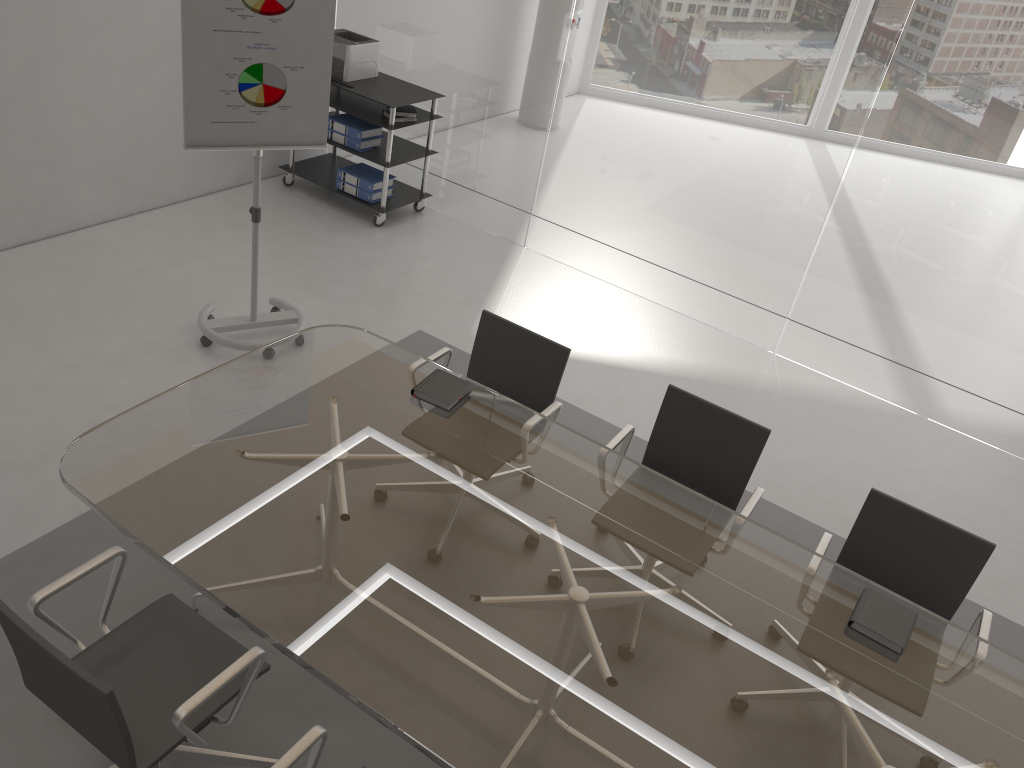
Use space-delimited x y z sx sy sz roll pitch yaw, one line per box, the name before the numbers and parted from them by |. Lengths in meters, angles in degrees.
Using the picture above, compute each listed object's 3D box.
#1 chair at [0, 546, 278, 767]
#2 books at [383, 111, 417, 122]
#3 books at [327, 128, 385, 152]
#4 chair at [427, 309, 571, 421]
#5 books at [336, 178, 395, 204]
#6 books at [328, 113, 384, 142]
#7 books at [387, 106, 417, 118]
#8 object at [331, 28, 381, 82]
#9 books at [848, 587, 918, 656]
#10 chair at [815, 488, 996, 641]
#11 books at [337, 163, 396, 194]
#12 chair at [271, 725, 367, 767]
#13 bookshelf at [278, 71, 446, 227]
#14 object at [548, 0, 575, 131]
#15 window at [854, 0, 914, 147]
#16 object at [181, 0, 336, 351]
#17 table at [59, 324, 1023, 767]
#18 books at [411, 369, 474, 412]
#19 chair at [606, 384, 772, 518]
chair | -0.969 0.797 2.429 0.731 0.805 0.710 17 32 8
books | -0.749 -1.799 5.944 0.170 0.028 0.146 -16 42 -37
books | -1.089 -1.708 6.134 0.320 0.077 0.263 26 35 22
chair | -0.156 0.224 3.591 0.731 0.805 0.710 17 32 7
books | -1.028 -1.382 6.239 0.320 0.077 0.263 26 35 22
books | -1.075 -1.769 6.097 0.320 0.077 0.263 26 35 22
books | -0.735 -1.829 5.935 0.183 0.032 0.164 1 34 -17
object | -1.140 -2.247 6.049 0.351 0.235 0.350 26 35 22
books | 1.099 0.699 2.627 0.164 0.032 0.183 27 35 23
chair | 1.213 0.895 2.996 0.731 0.805 0.710 17 32 7
books | -1.015 -1.443 6.201 0.320 0.077 0.263 26 35 22
chair | -0.332 1.160 2.073 0.731 0.805 0.710 17 32 8
bookshelf | -1.079 -1.710 6.258 0.985 0.855 0.567 26 35 22
object | 0.438 -3.436 8.401 0.436 1.967 0.436 -9 38 -30
window | 5.351 -4.519 9.326 8.533 4.498 0.100 10 32 -3
object | -1.188 -1.120 4.141 0.560 2.088 0.553 18 33 10
table | 0.132 0.886 2.724 3.054 0.721 1.372 26 35 22
books | -0.254 0.020 3.241 0.164 0.032 0.183 23 34 17
chair | 0.572 0.534 3.347 0.731 0.805 0.710 17 32 7
